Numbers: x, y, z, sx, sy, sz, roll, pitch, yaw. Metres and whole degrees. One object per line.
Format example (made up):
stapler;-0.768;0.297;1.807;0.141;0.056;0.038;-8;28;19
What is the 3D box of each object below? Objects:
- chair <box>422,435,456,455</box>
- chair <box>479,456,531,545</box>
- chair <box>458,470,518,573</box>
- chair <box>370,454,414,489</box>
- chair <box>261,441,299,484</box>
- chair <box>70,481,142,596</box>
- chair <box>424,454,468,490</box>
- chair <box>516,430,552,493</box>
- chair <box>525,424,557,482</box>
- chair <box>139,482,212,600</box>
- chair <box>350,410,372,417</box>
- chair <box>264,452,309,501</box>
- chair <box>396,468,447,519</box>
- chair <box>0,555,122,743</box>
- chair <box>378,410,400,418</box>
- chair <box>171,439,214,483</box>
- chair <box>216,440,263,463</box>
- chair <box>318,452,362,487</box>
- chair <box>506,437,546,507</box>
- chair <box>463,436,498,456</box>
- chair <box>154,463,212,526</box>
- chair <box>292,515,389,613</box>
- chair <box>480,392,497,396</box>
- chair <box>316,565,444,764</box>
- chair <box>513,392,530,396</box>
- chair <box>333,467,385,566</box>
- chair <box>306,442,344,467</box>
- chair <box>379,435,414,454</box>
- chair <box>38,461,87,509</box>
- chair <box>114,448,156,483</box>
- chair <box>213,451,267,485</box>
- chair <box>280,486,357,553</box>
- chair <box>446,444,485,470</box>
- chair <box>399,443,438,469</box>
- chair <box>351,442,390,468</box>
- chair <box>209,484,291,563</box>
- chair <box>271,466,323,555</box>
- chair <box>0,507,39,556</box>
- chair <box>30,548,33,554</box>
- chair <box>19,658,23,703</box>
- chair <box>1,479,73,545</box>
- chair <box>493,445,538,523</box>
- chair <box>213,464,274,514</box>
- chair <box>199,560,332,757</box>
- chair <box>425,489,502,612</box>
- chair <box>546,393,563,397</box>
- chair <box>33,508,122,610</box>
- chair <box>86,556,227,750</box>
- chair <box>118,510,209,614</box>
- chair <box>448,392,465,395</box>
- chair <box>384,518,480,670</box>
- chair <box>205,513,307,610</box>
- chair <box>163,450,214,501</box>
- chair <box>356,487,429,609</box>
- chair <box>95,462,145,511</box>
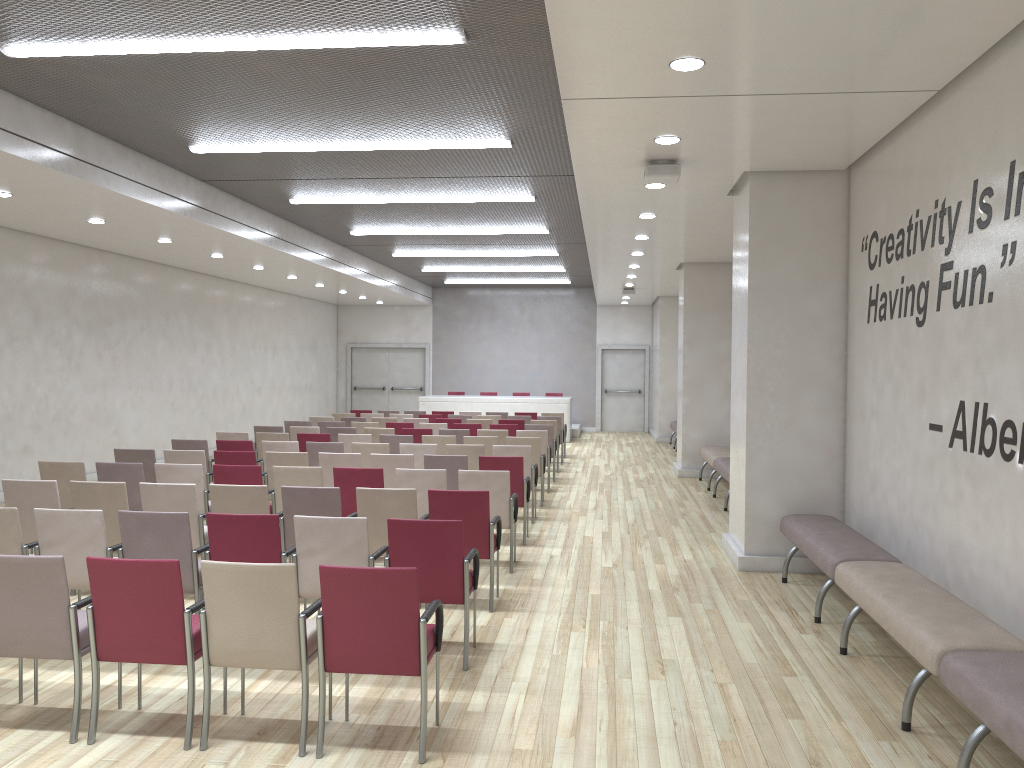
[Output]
chair;-0.916;1.101;11.690;0.513;0.890;0.640;1;1;6
chair;-0.081;1.157;9.108;0.513;0.890;0.640;1;1;6
chair;-0.216;1.179;7.895;0.513;0.890;0.640;1;1;6
chair;-1.184;1.145;9.234;0.513;0.890;0.640;1;1;6
chair;-2.681;1.105;10.644;0.513;0.890;0.640;1;1;6
chair;-3.087;1.171;6.964;0.513;0.890;0.640;1;1;7
chair;-0.635;1.151;9.186;0.513;0.890;0.640;1;1;7
chair;0.305;1.091;12.787;0.513;0.890;0.640;1;1;5
chair;0.441;1.069;14.010;0.513;0.890;0.640;1;1;6
chair;-2.533;1.177;6.899;0.513;0.890;0.640;1;1;7
chair;-3.001;0.961;18.086;0.513;0.890;0.640;1;1;6
chair;-2.277;1.133;9.351;0.513;0.890;0.640;1;1;6
chair;-0.763;1.173;7.958;0.513;0.890;0.640;1;1;5
chair;-2.263;1.227;4.398;0.513;0.890;0.640;1;1;5
chair;-2.443;0.967;18.027;0.513;0.890;0.640;1;1;6
chair;-3.779;1.093;10.757;0.513;0.890;0.640;1;1;7
chair;-3.234;1.099;10.700;0.513;0.890;0.640;1;1;6
chair;-1.720;1.139;9.302;0.513;0.890;0.640;1;1;7
chair;0.173;1.113;11.574;0.513;0.890;0.640;1;1;6
chair;-0.376;1.107;11.617;0.513;0.890;0.640;1;1;5
chair;-2.946;1.149;8.199;0.513;0.890;0.640;1;1;7
chair;-1.038;1.217;5.506;0.513;0.890;0.640;1;1;7
chair;-0.641;0.663;22.976;0.513;0.890;0.640;1;1;5
chair;-0.612;1.245;4.220;0.513;0.890;0.640;1;1;6
chair;0.212;0.672;22.884;0.513;0.890;0.640;1;1;5
chair;-1.316;1.167;8.017;0.513;0.890;0.640;1;1;6
chair;-2.144;1.111;10.569;0.513;0.890;0.640;1;1;6
chair;-1.464;1.095;11.738;0.513;0.890;0.640;1;1;7
chair;-4.041;1.137;8.307;0.513;0.890;0.640;1;1;7
chair;-3.914;1.115;9.539;0.513;0.890;0.640;1;1;6
chair;-2.823;1.127;9.403;0.513;0.890;0.640;1;1;6
chair;-1.444;1.189;6.782;0.513;0.890;0.640;1;1;7
chair;-0.505;1.129;10.406;0.513;0.890;0.640;1;1;6
chair;-1.041;1.123;10.463;0.513;0.890;0.640;1;1;7
chair;-1.607;1.117;10.515;0.513;0.890;0.640;1;1;6
chair;-2.000;1.183;6.852;0.513;0.890;0.640;1;1;5
chair;-1.856;1.161;8.069;0.513;0.890;0.640;1;1;6
chair;-3.217;1.193;5.747;0.513;0.890;0.640;1;1;7
chair;-4.171;1.159;7.082;0.513;0.890;0.640;1;1;6
chair;-2.813;1.221;4.466;0.513;0.890;0.640;1;1;7
chair;-3.638;1.165;7.027;0.513;0.890;0.640;1;1;6
chair;0.033;1.135;10.344;0.513;0.890;0.640;1;1;7
chair;-2.401;1.155;8.132;0.513;0.890;0.640;1;1;7
chair;-1.158;1.239;4.283;0.513;0.890;0.640;1;1;7
chair;-0.356;1.201;6.673;0.513;0.890;0.640;1;1;7
chair;1.065;0.681;22.792;0.513;0.890;0.640;1;1;5
chair;-2.671;1.199;5.687;0.513;0.890;0.640;1;1;6
chair;-1.703;1.233;4.341;0.513;0.890;0.640;1;1;6
chair;-2.132;1.205;5.633;0.513;0.890;0.640;1;1;6
chair;-1.494;0.654;23.068;0.513;0.890;0.640;1;1;5
chair;-0.480;1.223;5.442;0.513;0.890;0.640;1;1;6
chair;-1.583;1.211;5.577;0.513;0.890;0.640;1;1;5
chair;-3.363;1.121;9.465;0.513;0.890;0.640;1;1;6
chair;-0.891;1.195;6.736;0.513;0.890;0.640;1;1;5
chair;-3.498;1.143;8.255;0.513;0.890;0.640;1;1;7
